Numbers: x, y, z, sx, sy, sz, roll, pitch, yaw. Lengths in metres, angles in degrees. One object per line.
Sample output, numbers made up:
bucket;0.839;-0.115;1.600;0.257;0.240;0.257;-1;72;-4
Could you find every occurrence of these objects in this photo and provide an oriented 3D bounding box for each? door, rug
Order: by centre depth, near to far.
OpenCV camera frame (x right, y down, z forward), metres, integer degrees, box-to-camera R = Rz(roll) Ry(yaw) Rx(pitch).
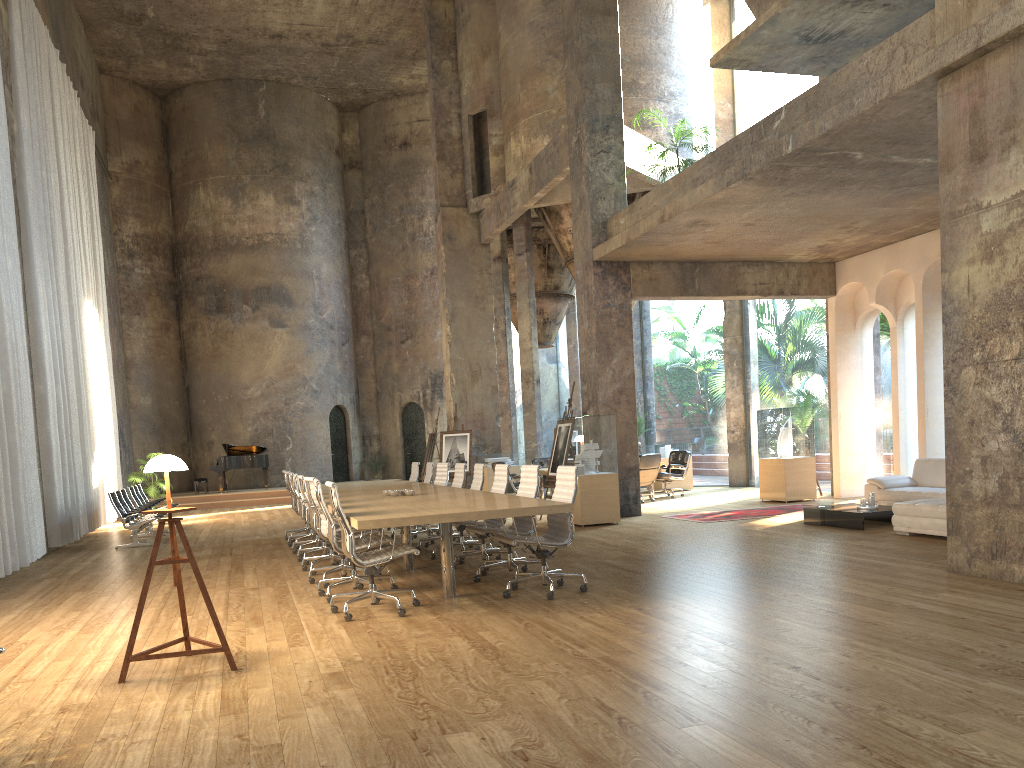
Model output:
rug;3.575;1.887;12.883;2.457;0.009;1.346;-2;-4;-17
door;-5.190;1.774;26.102;0.091;2.311;0.895;-1;4;31
door;-2.923;1.859;26.794;0.904;2.648;0.110;-2;4;25

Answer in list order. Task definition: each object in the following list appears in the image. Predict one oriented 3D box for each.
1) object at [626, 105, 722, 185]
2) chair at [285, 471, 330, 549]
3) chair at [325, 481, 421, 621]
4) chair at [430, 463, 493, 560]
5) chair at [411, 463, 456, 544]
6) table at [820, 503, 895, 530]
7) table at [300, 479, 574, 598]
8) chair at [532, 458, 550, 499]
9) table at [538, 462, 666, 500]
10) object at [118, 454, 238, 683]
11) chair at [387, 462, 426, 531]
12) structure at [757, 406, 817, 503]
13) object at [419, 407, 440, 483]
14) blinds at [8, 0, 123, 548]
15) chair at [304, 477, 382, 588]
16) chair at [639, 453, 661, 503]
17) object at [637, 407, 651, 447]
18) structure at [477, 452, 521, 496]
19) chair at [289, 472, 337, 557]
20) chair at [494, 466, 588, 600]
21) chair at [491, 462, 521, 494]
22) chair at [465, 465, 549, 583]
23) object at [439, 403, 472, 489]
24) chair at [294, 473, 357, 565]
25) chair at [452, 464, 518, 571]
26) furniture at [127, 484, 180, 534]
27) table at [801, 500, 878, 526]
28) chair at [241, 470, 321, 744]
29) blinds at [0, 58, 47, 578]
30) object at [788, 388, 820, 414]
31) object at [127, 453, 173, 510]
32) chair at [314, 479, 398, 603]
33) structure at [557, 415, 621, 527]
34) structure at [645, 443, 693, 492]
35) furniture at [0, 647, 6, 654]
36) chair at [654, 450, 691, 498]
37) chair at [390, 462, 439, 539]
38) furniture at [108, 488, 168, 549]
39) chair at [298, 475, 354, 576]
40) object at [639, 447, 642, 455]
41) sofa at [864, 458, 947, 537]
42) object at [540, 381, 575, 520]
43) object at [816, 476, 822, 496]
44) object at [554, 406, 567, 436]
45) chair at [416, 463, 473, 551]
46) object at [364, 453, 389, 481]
object;2.392;-3.007;12.740;1.399;1.820;1.352;-3;1;-11
chair;-2.699;1.667;11.836;0.697;1.032;0.663;-4;2;-14
chair;-1.074;1.240;6.742;0.698;1.032;0.663;-4;2;-12
chair;-0.594;1.412;9.764;0.698;1.032;0.663;-3;2;-9
chair;-1.123;1.555;11.497;0.697;1.032;0.664;-4;2;-18
table;4.244;1.615;10.742;0.788;0.203;1.110;-2;-4;-17
table;-1.424;1.605;9.998;1.597;0.762;7.713;-3;-4;-17
chair;0.784;1.891;17.226;0.728;0.897;0.819;-3;0;-10
table;1.591;1.904;16.682;2.404;0.704;1.104;-2;-2;-17
object;-1.917;1.058;5.192;0.571;1.305;0.653;-2;2;16
chair;-1.674;1.694;13.126;0.698;1.032;0.663;-4;2;-12
structure;4.568;1.178;14.636;0.593;1.557;0.740;-4;3;-17
object;-1.806;1.614;19.925;0.685;2.160;0.696;-3;3;9
blinds;-8.011;-1.629;16.301;0.274;8.694;7.816;-4;1;-17
chair;-1.611;1.378;8.375;0.697;1.032;0.664;-4;2;-18
chair;2.275;1.737;16.165;0.725;0.898;0.822;-4;1;-43
object;2.717;0.961;19.813;0.857;0.946;0.686;-3;1;-14
structure;-0.272;2.017;19.179;0.741;1.021;0.734;-4;1;-17
chair;-2.426;1.594;10.960;0.698;1.032;0.663;-4;2;-12
chair;0.227;1.191;7.126;0.698;1.032;0.663;-4;2;-11
chair;0.100;1.864;16.233;0.818;0.898;0.729;-3;1;-21
chair;-0.052;1.267;8.032;0.697;1.032;0.663;-4;2;-14
object;-1.146;1.460;18.153;0.703;2.160;0.678;-2;3;15
chair;-2.157;1.522;10.103;0.698;1.032;0.663;-3;2;-9
chair;-0.325;1.340;8.907;0.698;1.032;0.663;-4;2;-12
furniture;-6.549;2.260;16.166;0.706;0.845;1.871;-3;-2;-17
table;4.134;1.623;11.093;0.857;0.248;0.370;-2;-2;-17
chair;-0.253;1.646;13.512;12.921;1.036;31.498;-2;-4;-17
blinds;-5.451;-2.317;8.051;0.274;8.694;7.816;-4;1;-17
object;4.996;0.531;15.235;0.685;0.945;0.859;-4;1;-27
object;-7.952;2.248;19.406;1.087;1.465;1.128;-4;1;-26
chair;-1.358;1.310;7.558;0.698;1.032;0.663;-3;2;-9
structure;1.098;1.242;12.616;0.593;1.557;0.740;-4;3;-17
structure;3.375;1.795;18.924;0.733;1.020;0.742;-4;1;-17
furniture;-2.466;1.175;3.190;0.706;0.845;1.871;-3;-2;-17
chair;3.007;1.758;17.107;0.818;0.898;0.729;-3;1;-23
chair;-1.385;1.624;12.312;0.698;1.032;0.663;-3;2;-9
furniture;-5.842;2.070;13.887;0.706;0.845;1.871;-3;-2;-17
chair;-1.899;1.452;9.262;0.698;1.032;0.663;-4;2;-12
object;2.943;1.902;19.848;0.572;0.978;0.654;-3;2;19
sofa;4.992;1.280;10.294;2.059;0.725;2.928;-2;-3;-17
object;0.799;1.040;13.442;0.682;2.160;0.698;-4;3;-18
object;4.993;1.485;15.276;0.572;0.978;0.654;-2;2;37
object;1.465;1.645;23.198;0.702;2.160;0.678;-3;3;12
chair;-0.852;1.481;10.605;0.698;1.032;0.663;-4;2;-12
object;-4.144;2.596;26.899;0.911;0.997;0.904;-3;0;-6
